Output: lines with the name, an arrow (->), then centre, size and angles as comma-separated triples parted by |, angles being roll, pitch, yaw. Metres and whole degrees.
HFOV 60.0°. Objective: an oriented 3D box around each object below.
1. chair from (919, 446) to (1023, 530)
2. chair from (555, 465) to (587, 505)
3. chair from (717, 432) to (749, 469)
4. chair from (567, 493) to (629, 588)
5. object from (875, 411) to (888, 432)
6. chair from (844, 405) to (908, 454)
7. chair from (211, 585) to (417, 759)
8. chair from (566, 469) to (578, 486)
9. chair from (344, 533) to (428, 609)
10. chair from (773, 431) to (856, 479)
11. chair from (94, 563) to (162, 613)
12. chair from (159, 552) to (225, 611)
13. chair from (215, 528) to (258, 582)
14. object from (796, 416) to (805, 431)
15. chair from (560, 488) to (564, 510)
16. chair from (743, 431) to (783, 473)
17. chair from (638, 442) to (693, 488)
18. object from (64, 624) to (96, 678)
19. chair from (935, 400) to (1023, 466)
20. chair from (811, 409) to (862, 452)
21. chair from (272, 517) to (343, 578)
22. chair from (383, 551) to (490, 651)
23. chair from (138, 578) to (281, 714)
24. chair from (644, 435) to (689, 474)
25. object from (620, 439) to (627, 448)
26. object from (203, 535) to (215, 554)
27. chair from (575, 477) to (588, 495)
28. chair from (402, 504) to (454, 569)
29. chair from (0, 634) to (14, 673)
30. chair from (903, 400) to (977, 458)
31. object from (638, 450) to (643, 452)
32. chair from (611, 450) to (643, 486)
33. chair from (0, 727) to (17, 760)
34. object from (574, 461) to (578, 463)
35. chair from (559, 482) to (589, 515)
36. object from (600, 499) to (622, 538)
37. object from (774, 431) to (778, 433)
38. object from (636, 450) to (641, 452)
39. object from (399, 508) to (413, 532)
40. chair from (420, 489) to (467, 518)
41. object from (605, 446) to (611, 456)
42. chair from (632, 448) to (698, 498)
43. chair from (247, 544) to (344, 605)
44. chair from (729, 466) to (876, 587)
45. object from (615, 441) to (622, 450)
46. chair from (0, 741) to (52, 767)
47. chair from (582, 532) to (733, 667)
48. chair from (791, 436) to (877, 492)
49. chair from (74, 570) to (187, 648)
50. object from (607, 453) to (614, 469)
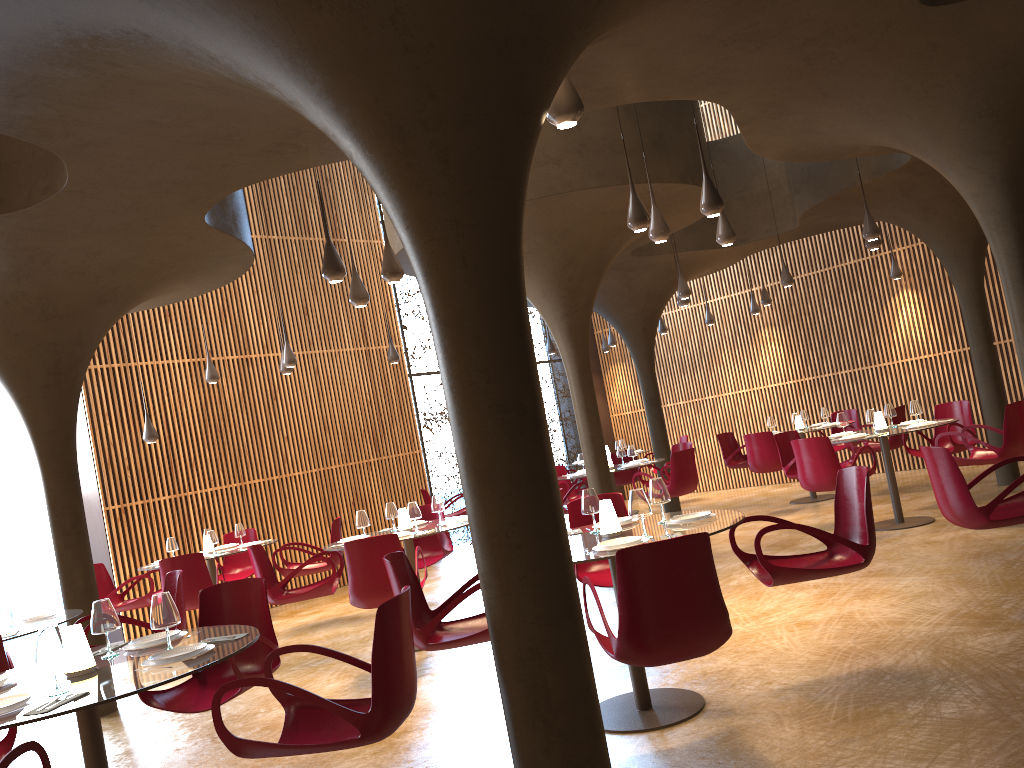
chair -> 3.371, 0.670, 6.185 | 0.873, 0.635, 0.625 | -11, -3, 6
chair -> 0.900, 1.611, 14.180 | 0.624, 0.635, 0.875 | -9, -3, -32
chair -> 3.920, 1.090, 14.886 | 0.624, 0.635, 0.875 | -8, -4, -42
chair -> 0.733, 1.204, 6.864 | 0.625, 0.635, 0.874 | -11, -3, -2
object -> 4.390, 0.447, 10.578 | 0.142, 0.232, 0.144 | -11, -2, 18
chair -> 5.498, 0.700, 13.311 | 0.875, 0.635, 0.624 | -13, -4, 43
chair -> -0.842, 1.331, 4.076 | 0.873, 0.635, 0.625 | -11, -3, 6
chair -> 0.782, 1.815, 17.210 | 0.872, 0.635, 0.626 | -10, -3, -12
chair -> -1.116, 1.601, 7.728 | 0.625, 0.635, 0.873 | -11, -3, 1
chair -> 3.841, 0.894, 11.382 | 0.624, 0.635, 0.875 | -9, -3, -32
chair -> -4.746, 2.472, 10.942 | 0.872, 0.635, 0.626 | -10, -3, -2
chair -> -3.596, 2.196, 9.923 | 0.624, 0.635, 0.874 | -10, -3, -12
chair -> -3.789, 2.372, 12.268 | 0.624, 0.635, 0.874 | -10, -3, -7
object -> 4.600, 0.625, 14.202 | 0.142, 0.232, 0.144 | -12, -3, 28
chair -> 0.134, 1.434, 8.845 | 0.872, 0.635, 0.625 | -11, -3, 1
chair -> 3.886, 1.003, 13.330 | 0.627, 0.635, 0.871 | -13, -4, 38
chair -> 2.502, 1.302, 14.007 | 0.871, 0.635, 0.627 | -8, -3, -37
object -> -2.095, 1.279, 4.270 | 0.142, 0.232, 0.145 | -9, -3, -29
chair -> 5.124, 0.545, 9.551 | 0.624, 0.635, 0.875 | -9, -3, -37
chair -> 5.529, 0.796, 14.998 | 0.627, 0.635, 0.871 | -13, -4, 43
chair -> -2.538, 2.073, 11.167 | 0.872, 0.635, 0.626 | -10, -3, -7
chair -> -0.333, 1.329, 5.628 | 0.873, 0.635, 0.625 | -11, -3, 3
chair -> -1.815, 1.594, 5.437 | 0.625, 0.635, 0.873 | -11, -3, 6
chair -> 3.089, 1.397, 17.420 | 0.872, 0.635, 0.626 | -10, -3, -7
object -> 2.189, 1.241, 17.483 | 0.141, 0.295, 0.142 | -9, -2, -29
object -> -3.803, 2.007, 11.080 | 0.145, 0.232, 0.142 | -12, -3, 28
chair -> 1.204, 1.638, 15.571 | 0.872, 0.635, 0.626 | -10, -3, -7
chair -> -1.021, 1.718, 9.982 | 0.625, 0.635, 0.873 | -11, -3, 6
chair -> -3.508, 1.924, 5.671 | 0.624, 0.635, 0.875 | -9, -3, -34
chair -> 5.443, 0.585, 11.209 | 0.871, 0.635, 0.627 | -8, -3, -37
object -> 2.397, 1.332, 17.340 | 0.332, 0.014, 0.331 | -12, -4, 17
chair -> 1.999, 1.524, 16.141 | 0.624, 0.635, 0.874 | -10, -3, -7
chair -> -3.041, 1.758, 4.364 | 0.873, 0.635, 0.625 | -11, -3, 11
object -> 1.339, 1.520, 17.336 | 0.264, 0.029, 0.263 | -13, -4, 31
chair -> 0.601, 1.576, 12.652 | 0.871, 0.635, 0.627 | -8, -4, -42
object -> 0.617, 0.857, 5.677 | 0.142, 0.232, 0.144 | -11, -2, 3
object -> 4.237, 0.812, 14.559 | 0.263, 0.029, 0.263 | -10, -3, -11
object -> 2.396, 1.323, 17.340 | 0.262, 0.029, 0.264 | -7, -5, -44
object -> -1.091, 1.374, 8.970 | 0.143, 0.232, 0.144 | -12, -3, 36
chair -> -1.103, 2.056, 15.361 | 0.872, 0.635, 0.626 | -10, -3, -12
object -> 1.858, 1.327, 17.382 | 0.145, 0.232, 0.142 | -11, -2, 18
chair -> 2.183, 1.262, 12.349 | 0.624, 0.635, 0.875 | -9, -3, -37
chair -> -2.178, 1.873, 8.956 | 0.872, 0.635, 0.626 | -10, -3, -4
chair -> 1.885, 0.916, 5.656 | 0.872, 0.635, 0.626 | -10, -3, -2
object -> 2.055, 1.238, 17.029 | 0.142, 0.295, 0.142 | -11, -2, 3
chair -> -2.148, 1.516, 3.105 | 0.625, 0.635, 0.873 | -11, -3, 1
chair -> 0.725, 1.064, 4.510 | 0.624, 0.635, 0.874 | -10, -3, -7
chair -> 3.542, 0.858, 9.854 | 0.871, 0.635, 0.627 | -8, -4, -42
chair -> -3.114, 1.949, 7.313 | 0.871, 0.635, 0.627 | -9, -3, -34
object -> 1.449, 1.164, 13.377 | 0.142, 0.232, 0.144 | -11, -2, -2
